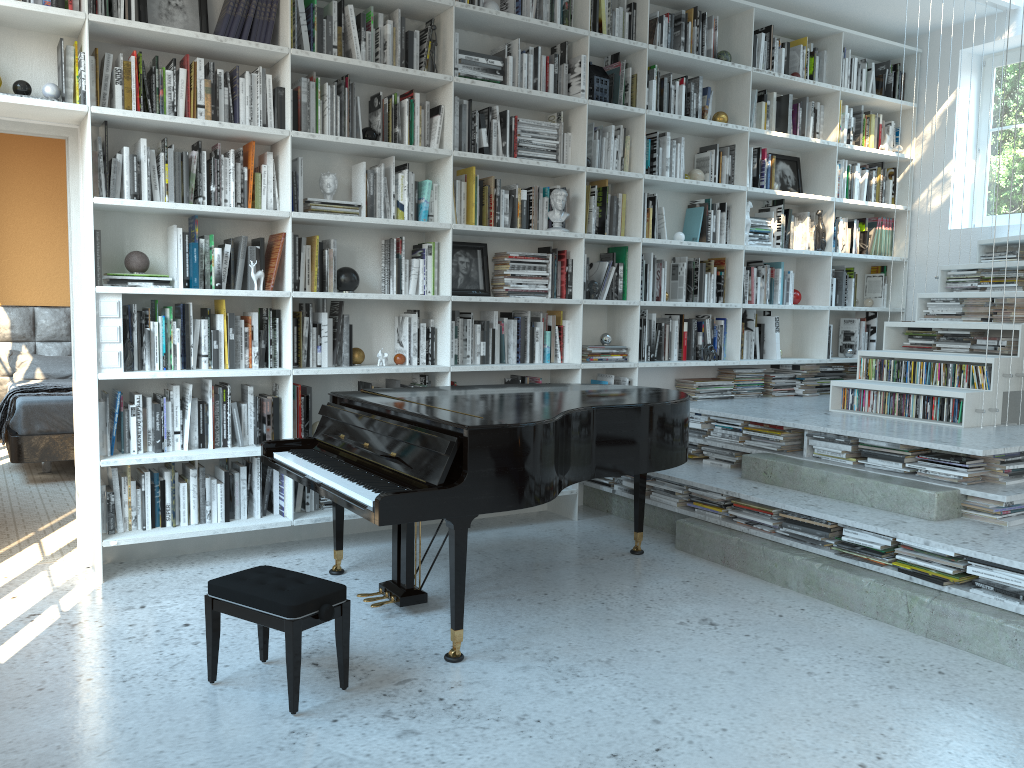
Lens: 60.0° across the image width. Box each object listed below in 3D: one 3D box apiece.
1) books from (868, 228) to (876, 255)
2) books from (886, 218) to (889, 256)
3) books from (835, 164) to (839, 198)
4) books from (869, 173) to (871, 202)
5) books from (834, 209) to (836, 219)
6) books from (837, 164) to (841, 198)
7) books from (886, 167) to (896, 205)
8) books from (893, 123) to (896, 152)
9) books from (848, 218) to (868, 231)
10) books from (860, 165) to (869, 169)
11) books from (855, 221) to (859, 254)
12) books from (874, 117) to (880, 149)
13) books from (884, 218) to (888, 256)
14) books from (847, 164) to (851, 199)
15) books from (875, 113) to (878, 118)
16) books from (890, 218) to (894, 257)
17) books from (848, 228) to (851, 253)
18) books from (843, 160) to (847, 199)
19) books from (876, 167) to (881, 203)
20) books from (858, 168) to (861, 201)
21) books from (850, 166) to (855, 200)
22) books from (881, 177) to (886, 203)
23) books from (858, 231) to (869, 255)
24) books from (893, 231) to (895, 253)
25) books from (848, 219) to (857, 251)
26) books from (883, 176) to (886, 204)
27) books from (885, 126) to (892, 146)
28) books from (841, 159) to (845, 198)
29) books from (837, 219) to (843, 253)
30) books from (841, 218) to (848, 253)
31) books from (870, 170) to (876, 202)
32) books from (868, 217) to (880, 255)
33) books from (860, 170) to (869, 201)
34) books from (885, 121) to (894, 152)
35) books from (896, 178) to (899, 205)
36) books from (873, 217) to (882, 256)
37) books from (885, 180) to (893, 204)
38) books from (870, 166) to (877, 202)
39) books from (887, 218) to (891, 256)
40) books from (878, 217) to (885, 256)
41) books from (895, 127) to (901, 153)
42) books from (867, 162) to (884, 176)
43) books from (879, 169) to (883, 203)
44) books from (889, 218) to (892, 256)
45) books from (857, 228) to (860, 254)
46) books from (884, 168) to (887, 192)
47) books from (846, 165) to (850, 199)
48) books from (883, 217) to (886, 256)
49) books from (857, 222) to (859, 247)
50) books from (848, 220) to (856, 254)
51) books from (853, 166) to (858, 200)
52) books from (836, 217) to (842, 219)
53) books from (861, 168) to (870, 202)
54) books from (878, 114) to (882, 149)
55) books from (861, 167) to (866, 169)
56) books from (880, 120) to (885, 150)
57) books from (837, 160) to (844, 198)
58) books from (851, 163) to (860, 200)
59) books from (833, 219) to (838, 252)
[{"bbox_3d":[2.581,-1.039,6.532,0.088,0.217,0.166,-2,6,-31],"label":"books"},{"bbox_3d":[2.731,-1.085,6.620,0.018,0.294,0.169,-2,6,-31],"label":"books"},{"bbox_3d":[2.217,-1.412,6.258,0.023,0.248,0.182,-2,6,-31],"label":"books"},{"bbox_3d":[2.559,-1.421,6.507,0.028,0.237,0.145,-2,6,-31],"label":"books"},{"bbox_3d":[2.248,-1.085,6.340,0.012,0.322,0.141,-2,6,-31],"label":"books"},{"bbox_3d":[2.242,-1.418,6.286,0.026,0.257,0.173,-2,6,-31],"label":"books"},{"bbox_3d":[2.774,-1.453,6.609,0.042,0.293,0.186,-2,6,-31],"label":"books"},{"bbox_3d":[2.772,-1.796,6.585,0.040,0.247,0.159,-2,6,-31],"label":"books"},{"bbox_3d":[2.526,-1.072,6.508,0.026,0.278,0.169,-2,6,-31],"label":"books"},{"bbox_3d":[2.538,-1.447,6.490,0.024,0.292,0.132,-2,6,-31],"label":"books"},{"bbox_3d":[2.452,-1.058,6.472,0.012,0.254,0.160,-2,6,-31],"label":"books"},{"bbox_3d":[2.600,-1.797,6.463,0.022,0.261,0.160,-2,6,-31],"label":"books"},{"bbox_3d":[2.717,-1.085,6.607,0.018,0.294,0.169,-2,6,-31],"label":"books"},{"bbox_3d":[2.357,-1.430,6.367,0.025,0.271,0.152,-2,6,-31],"label":"books"},{"bbox_3d":[2.603,-1.816,6.489,0.011,0.295,0.151,-2,6,-31],"label":"books"},{"bbox_3d":[2.783,-1.086,6.640,0.018,0.294,0.169,-2,6,-31],"label":"books"},{"bbox_3d":[2.361,-1.021,6.393,0.023,0.189,0.169,-2,6,-31],"label":"books"},{"bbox_3d":[2.313,-1.438,6.328,0.012,0.293,0.165,-2,6,-31],"label":"books"},{"bbox_3d":[2.621,-1.440,6.515,0.013,0.277,0.187,-2,6,-31],"label":"books"},{"bbox_3d":[2.459,-1.425,6.438,0.012,0.254,0.160,-2,6,-31],"label":"books"},{"bbox_3d":[2.383,-1.424,6.372,0.024,0.259,0.156,-2,6,-31],"label":"books"},{"bbox_3d":[2.663,-1.409,6.540,0.025,0.212,0.188,-2,6,-31],"label":"books"},{"bbox_3d":[2.519,-1.021,6.477,0.024,0.181,0.190,-2,6,-31],"label":"books"},{"bbox_3d":[2.793,-1.087,6.658,0.018,0.294,0.169,-2,6,-31],"label":"books"},{"bbox_3d":[2.419,-1.059,6.443,0.029,0.259,0.171,-2,6,-31],"label":"books"},{"bbox_3d":[2.680,-1.414,6.560,0.025,0.220,0.177,-2,6,-31],"label":"books"},{"bbox_3d":[2.706,-1.777,6.535,0.023,0.214,0.180,-2,6,-31],"label":"books"},{"bbox_3d":[2.293,-1.441,6.328,0.022,0.297,0.162,-2,6,-31],"label":"books"},{"bbox_3d":[2.274,-1.046,6.337,0.026,0.246,0.180,-2,6,-31],"label":"books"},{"bbox_3d":[2.328,-1.056,6.369,0.056,0.262,0.176,-2,6,-31],"label":"books"},{"bbox_3d":[2.588,-1.428,6.511,0.025,0.253,0.159,-2,6,-31],"label":"books"},{"bbox_3d":[2.616,-1.079,6.550,0.072,0.292,0.169,-2,6,-31],"label":"books"},{"bbox_3d":[2.494,-1.420,6.436,0.045,0.245,0.177,-2,6,-31],"label":"books"},{"bbox_3d":[2.742,-1.801,6.566,0.029,0.258,0.163,-2,6,-31],"label":"books"},{"bbox_3d":[2.800,-1.417,6.630,0.021,0.219,0.184,-2,6,-31],"label":"books"},{"bbox_3d":[2.648,-1.083,6.570,0.033,0.294,0.169,-2,6,-31],"label":"books"},{"bbox_3d":[2.729,-1.403,6.581,0.029,0.195,0.192,-2,6,-31],"label":"books"},{"bbox_3d":[2.609,-1.443,6.512,0.012,0.283,0.151,-2,6,-31],"label":"books"},{"bbox_3d":[2.749,-1.086,6.625,0.018,0.294,0.169,-2,6,-31],"label":"books"},{"bbox_3d":[2.676,-1.082,6.571,0.018,0.294,0.169,-2,6,-31],"label":"books"},{"bbox_3d":[2.803,-1.781,6.584,0.011,0.217,0.170,-2,6,-31],"label":"books"},{"bbox_3d":[2.689,-1.471,6.578,0.013,0.330,0.140,-2,6,-31],"label":"books"},{"bbox_3d":[2.640,-1.436,6.524,0.028,0.268,0.173,-2,6,-31],"label":"books"},{"bbox_3d":[2.762,-1.086,6.639,0.018,0.294,0.169,-2,6,-31],"label":"books"},{"bbox_3d":[2.482,-1.036,6.499,0.014,0.207,0.138,-2,6,-31],"label":"books"},{"bbox_3d":[2.704,-1.447,6.580,0.013,0.283,0.149,-2,6,-31],"label":"books"},{"bbox_3d":[2.346,-1.423,6.350,0.013,0.260,0.158,-2,6,-31],"label":"books"},{"bbox_3d":[2.700,-1.084,6.601,0.018,0.294,0.169,-2,6,-31],"label":"books"},{"bbox_3d":[2.467,-1.056,6.485,0.025,0.249,0.133,-2,6,-31],"label":"books"},{"bbox_3d":[2.403,-1.051,6.421,0.022,0.247,0.181,-2,6,-31],"label":"books"},{"bbox_3d":[2.404,-1.426,6.382,0.022,0.263,0.172,-2,6,-31],"label":"books"},{"bbox_3d":[2.288,-1.057,6.359,0.022,0.266,0.157,-2,6,-31],"label":"books"},{"bbox_3d":[2.519,-1.428,6.458,0.023,0.258,0.183,-2,6,-31],"label":"books"},{"bbox_3d":[2.624,-1.811,6.488,0.023,0.287,0.162,-2,6,-31],"label":"books"},{"bbox_3d":[2.521,-1.438,6.486,0.010,0.274,0.130,-2,6,-31],"label":"books"},{"bbox_3d":[2.666,-1.796,6.511,0.070,0.254,0.154,-2,6,-31],"label":"books"},{"bbox_3d":[2.267,-1.432,6.283,0.014,0.286,0.185,-2,6,-31],"label":"books"},{"bbox_3d":[2.424,-1.438,6.398,0.030,0.284,0.166,-2,6,-31],"label":"books"},{"bbox_3d":[2.242,-1.044,6.319,0.022,0.243,0.170,-2,6,-31],"label":"books"}]
